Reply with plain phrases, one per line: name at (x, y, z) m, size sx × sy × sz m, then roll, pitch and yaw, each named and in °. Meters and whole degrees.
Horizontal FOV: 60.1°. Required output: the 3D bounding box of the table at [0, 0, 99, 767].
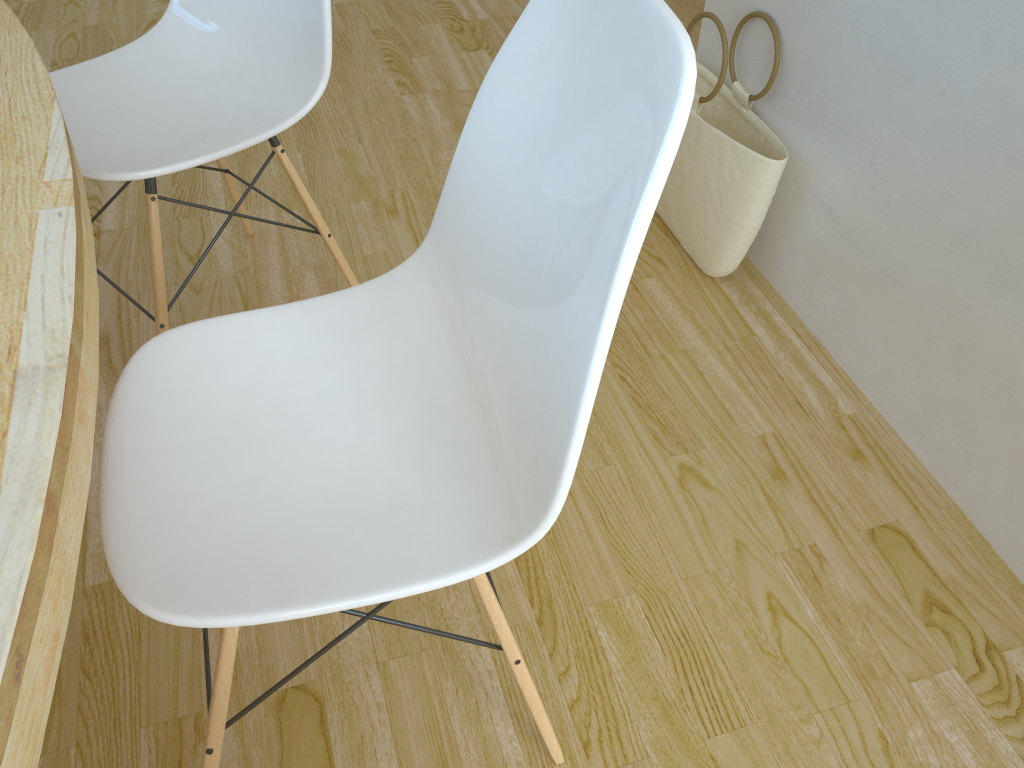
table at (-0.891, 0.320, 0.722) m, size 1.197 × 0.703 × 2.252 m, roll -12°, pitch 45°, yaw -15°

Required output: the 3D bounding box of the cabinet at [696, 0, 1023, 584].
cabinet at (1.064, -0.083, 1.100) m, size 0.602 × 0.882 × 2.470 m, roll -11°, pitch 45°, yaw -14°

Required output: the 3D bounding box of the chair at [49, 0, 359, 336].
chair at (-0.532, -0.449, 1.422) m, size 0.436 × 0.873 × 0.532 m, roll 33°, pitch 51°, yaw 28°

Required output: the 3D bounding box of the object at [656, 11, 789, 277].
object at (0.038, -0.310, 1.590) m, size 1.205 × 0.486 × 0.480 m, roll -29°, pitch 52°, yaw -29°
